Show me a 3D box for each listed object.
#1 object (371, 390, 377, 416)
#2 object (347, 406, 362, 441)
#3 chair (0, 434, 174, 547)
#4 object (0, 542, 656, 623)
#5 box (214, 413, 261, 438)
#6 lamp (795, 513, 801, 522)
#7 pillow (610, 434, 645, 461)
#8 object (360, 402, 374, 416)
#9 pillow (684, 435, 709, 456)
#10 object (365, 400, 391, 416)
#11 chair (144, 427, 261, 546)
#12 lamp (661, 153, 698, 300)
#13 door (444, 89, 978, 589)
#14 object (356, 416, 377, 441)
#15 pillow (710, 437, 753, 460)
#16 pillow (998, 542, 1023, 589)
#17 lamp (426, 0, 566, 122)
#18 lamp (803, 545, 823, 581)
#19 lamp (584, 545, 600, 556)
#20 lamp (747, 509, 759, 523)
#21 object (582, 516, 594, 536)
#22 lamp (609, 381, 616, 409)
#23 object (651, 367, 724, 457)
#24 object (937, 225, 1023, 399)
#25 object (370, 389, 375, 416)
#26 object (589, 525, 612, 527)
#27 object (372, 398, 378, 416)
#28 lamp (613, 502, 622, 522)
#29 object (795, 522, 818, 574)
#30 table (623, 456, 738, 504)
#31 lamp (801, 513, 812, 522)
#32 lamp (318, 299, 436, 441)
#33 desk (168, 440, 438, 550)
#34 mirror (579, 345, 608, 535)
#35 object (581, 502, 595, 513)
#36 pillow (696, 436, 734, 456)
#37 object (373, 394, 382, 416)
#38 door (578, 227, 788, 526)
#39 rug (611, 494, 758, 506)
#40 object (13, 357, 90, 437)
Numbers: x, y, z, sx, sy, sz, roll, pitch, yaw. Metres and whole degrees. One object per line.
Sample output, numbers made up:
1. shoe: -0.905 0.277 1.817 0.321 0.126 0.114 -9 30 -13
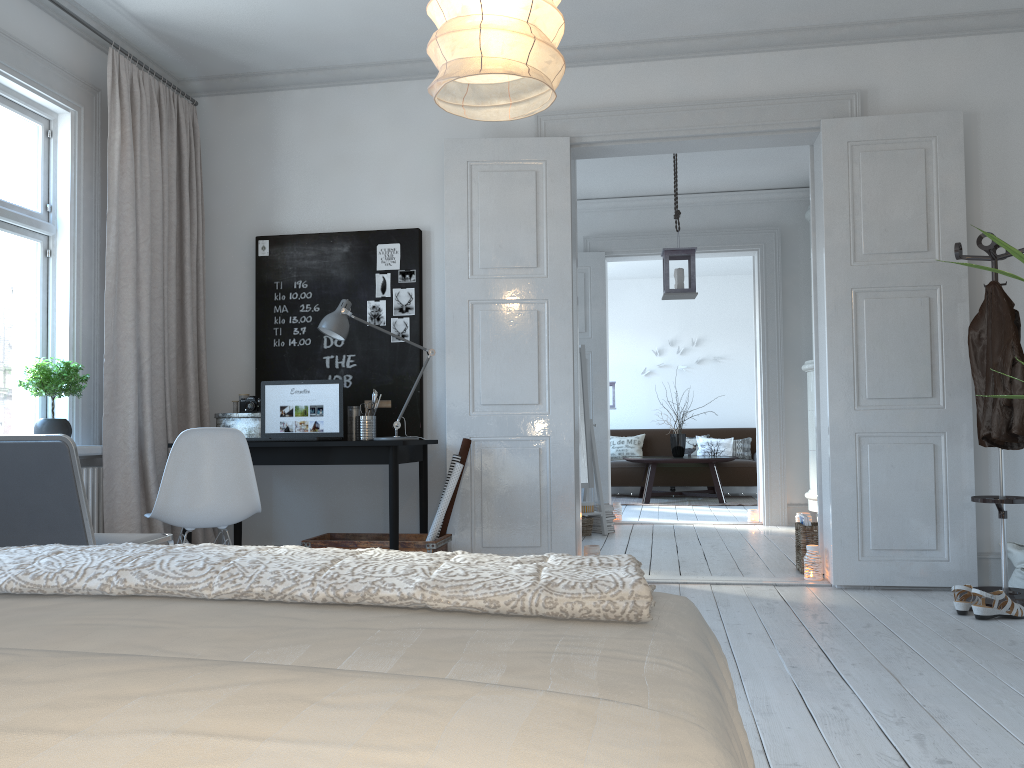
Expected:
1. object: -0.729 0.161 4.617 0.062 0.264 0.012 1 -3 -38
2. object: -0.833 0.212 4.690 0.079 0.188 0.079 0 -2 -12
3. chair: -1.410 0.558 2.794 0.562 0.797 0.525 -1 -3 9
4. object: -0.513 0.303 1.398 1.460 0.104 0.405 -1 -3 9
5. box: -1.400 0.231 4.696 0.317 0.152 0.193 -1 -3 9
6. lamp: 2.247 1.075 6.888 0.084 0.146 0.084 -1 -3 14
7. pillow: 1.426 0.815 11.200 0.519 0.367 0.239 -1 -3 9
8. object: -0.765 0.192 4.618 0.081 0.198 0.050 -2 -3 34
9. pillow: 2.215 0.808 11.028 0.473 0.347 0.158 -1 -2 8
10. object: -0.702 0.190 4.651 0.138 0.208 0.034 0 -2 -11
11. chair: -1.333 0.603 3.846 0.474 0.823 0.554 1 -3 -26
12. lamp: 1.135 -1.473 6.097 0.228 1.761 0.228 -1 -2 6
13. door: 0.976 -0.212 4.712 2.599 2.503 0.578 -1 -2 9
14. object: -0.756 0.231 4.604 0.108 0.128 0.108 -2 -3 24
15. pillow: 2.707 0.803 10.982 0.542 0.287 0.183 -1 -3 10
16. pillow: 2.492 0.831 4.148 0.317 0.314 0.273 -1 -3 10
17. lamp: -0.044 -1.300 2.183 0.339 1.230 0.340 -3 -3 41
18. lamp: 1.560 0.927 4.596 0.093 0.179 0.093 0 -2 -8
19. lamp: 0.432 0.954 4.772 0.089 0.166 0.089 -1 -2 2
20. lamp: 2.055 1.125 7.556 0.093 0.110 0.093 -2 -3 26
21. object: 0.516 1.103 6.886 0.185 0.140 0.295 0 -3 -19
22. lamp: 1.098 -0.584 10.427 0.228 1.761 0.228 -1 -2 6
23. object: 2.020 0.306 10.144 0.845 1.065 0.526 0 -3 -20
24. object: 2.068 0.156 3.097 1.044 1.553 0.289 -3 -3 39
25. object: -0.733 0.158 4.618 0.008 0.267 0.060 -2 -3 26
26. object: 0.695 1.116 7.029 0.111 0.014 0.156 2 -4 -37
27. object: -0.727 0.182 4.607 0.009 0.221 0.082 -2 -3 39
28. lamp: 0.917 1.121 7.757 0.089 0.166 0.089 -1 -3 8
29. object: 1.733 0.911 4.938 0.270 0.264 0.224 -1 -3 9
30. table: 1.933 1.091 10.194 1.300 0.503 1.301 -1 -3 0
31. lamp: 2.208 1.053 6.660 0.089 0.166 0.089 -1 -3 11
32. lamp: -0.685 -0.066 4.536 0.617 0.715 0.230 0 -3 -20
33. desk: -1.011 0.667 4.439 1.159 0.758 0.651 -1 -3 9
34. mirror: 0.393 0.422 6.909 0.610 1.487 0.417 0 -3 -26
35. object: 0.568 0.952 6.866 0.142 0.074 0.142 0 -3 -7
36. pillow: 2.491 0.788 10.905 0.471 0.309 0.188 -1 -3 10
37. object: -0.717 0.172 4.600 0.084 0.240 0.009 0 -2 -14
38. door: 1.473 -0.047 7.684 2.599 2.503 0.578 -1 -2 9
39. rug: 1.941 1.317 10.211 1.710 0.055 1.457 -1 -3 10
40. object: -2.079 0.078 4.003 0.309 0.407 0.272 1 -3 -31
